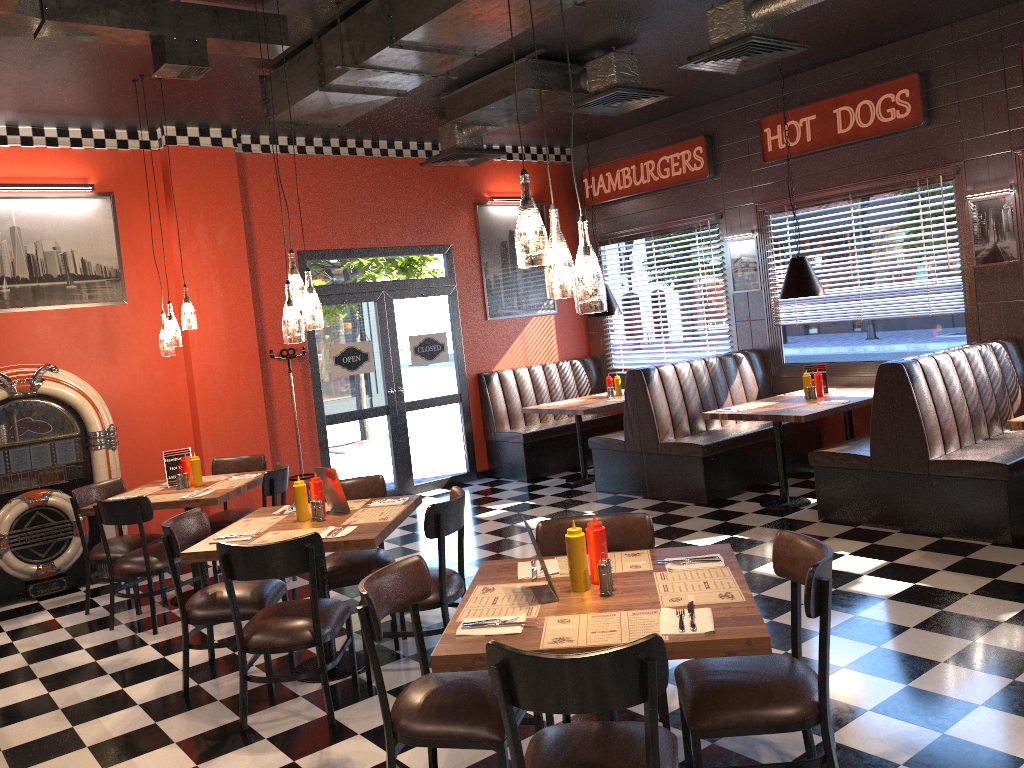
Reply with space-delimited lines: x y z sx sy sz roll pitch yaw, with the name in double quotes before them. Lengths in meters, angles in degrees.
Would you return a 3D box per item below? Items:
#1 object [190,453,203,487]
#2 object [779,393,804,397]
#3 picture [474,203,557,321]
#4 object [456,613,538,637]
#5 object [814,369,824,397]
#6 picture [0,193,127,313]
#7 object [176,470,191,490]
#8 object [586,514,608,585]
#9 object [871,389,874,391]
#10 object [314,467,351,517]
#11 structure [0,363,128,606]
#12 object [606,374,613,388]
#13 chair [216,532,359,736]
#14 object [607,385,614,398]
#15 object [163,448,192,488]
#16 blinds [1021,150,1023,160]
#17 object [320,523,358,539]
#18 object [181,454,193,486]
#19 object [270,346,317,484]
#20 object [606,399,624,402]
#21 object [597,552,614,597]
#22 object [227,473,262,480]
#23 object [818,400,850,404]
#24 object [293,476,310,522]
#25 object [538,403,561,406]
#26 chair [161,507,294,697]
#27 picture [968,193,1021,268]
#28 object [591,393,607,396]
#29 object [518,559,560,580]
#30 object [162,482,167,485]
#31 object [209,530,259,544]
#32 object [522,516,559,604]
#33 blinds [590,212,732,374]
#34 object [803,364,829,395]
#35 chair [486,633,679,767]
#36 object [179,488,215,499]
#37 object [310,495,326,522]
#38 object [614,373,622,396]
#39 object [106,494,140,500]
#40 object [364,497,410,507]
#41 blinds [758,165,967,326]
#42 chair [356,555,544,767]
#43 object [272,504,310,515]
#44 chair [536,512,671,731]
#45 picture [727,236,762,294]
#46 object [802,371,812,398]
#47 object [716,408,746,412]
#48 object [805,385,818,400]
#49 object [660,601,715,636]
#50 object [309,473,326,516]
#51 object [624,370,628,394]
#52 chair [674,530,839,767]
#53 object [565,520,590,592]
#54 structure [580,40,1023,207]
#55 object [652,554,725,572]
"object" -2.227 0.601 6.247 0.068 0.237 0.068 -8 3 -40
"object" 2.476 0.093 7.721 0.158 0.019 0.255 -10 5 -38
"picture" 0.059 -1.414 10.102 1.026 1.299 0.016 -8 3 -37
"object" -0.042 0.742 2.747 0.255 0.019 0.158 -5 4 9
"object" 2.581 -0.009 7.456 0.068 0.237 0.068 -5 2 36
"picture" -4.012 -1.029 6.964 1.775 0.938 0.023 -9 3 -37
"object" -2.305 0.666 6.202 0.094 0.136 0.046 -8 3 -37
"object" 0.296 0.570 3.073 0.068 0.237 0.068 -7 2 -32
"object" 3.144 0.039 7.477 0.158 0.019 0.255 -9 5 -36
"object" -0.962 0.569 4.749 0.188 0.256 0.072 -4 3 43
"structure" -3.691 0.731 6.782 1.298 1.765 0.499 -8 3 -37
"object" 1.034 0.011 9.386 0.068 0.237 0.068 -5 2 22
"chair" -1.038 1.096 4.124 0.486 0.866 0.545 -6 2 3
"object" 1.029 0.074 9.262 0.094 0.136 0.046 -8 3 -37
"object" -2.389 0.601 6.360 0.189 0.256 0.072 -8 2 -27
"blinds" 4.513 -0.994 5.964 0.101 1.550 1.867 -8 3 -37
"object" -0.847 0.711 4.307 0.157 0.019 0.256 -5 4 10
"object" -2.309 0.607 6.292 0.068 0.237 0.068 -8 3 -40
"object" -1.973 0.493 8.164 0.375 1.656 0.374 -7 2 -15
"object" 1.048 0.158 8.889 0.158 0.019 0.255 -10 6 -39
"object" 0.310 0.630 2.958 0.046 0.136 0.094 -6 3 13
"object" -1.957 0.670 6.428 0.255 0.019 0.158 -6 4 8
"object" 2.526 0.141 7.017 0.158 0.019 0.255 -10 6 -41
"object" -1.112 0.601 4.664 0.068 0.237 0.068 -7 2 -32
"object" 0.401 0.208 9.151 0.158 0.019 0.255 -9 5 -37
"chair" -1.507 1.106 4.662 0.544 0.866 0.487 -6 2 0
"picture" 3.764 -1.196 6.923 0.012 0.536 0.350 -8 3 -37
"object" 0.990 0.111 9.593 0.158 0.019 0.255 -10 6 -42
"object" 0.098 0.686 3.287 0.157 0.019 0.255 -6 4 1
"object" -2.488 0.718 6.549 0.157 0.019 0.255 -6 4 2
"object" -1.367 0.758 4.416 0.255 0.019 0.158 -6 4 1
"object" 0.094 0.587 3.005 0.072 0.256 0.188 -6 3 -7
"blinds" 1.610 -0.927 9.757 0.100 1.632 1.867 -8 3 -37
"object" 2.616 -0.035 7.626 0.188 0.256 0.072 -5 2 23
"chair" 0.234 1.082 2.510 0.486 0.866 0.546 -6 3 11
"object" -2.081 0.724 5.885 0.157 0.019 0.256 -5 4 11
"object" -1.017 0.647 4.623 0.093 0.136 0.047 -4 3 43
"object" 1.116 0.006 9.341 0.068 0.237 0.068 -5 2 22
"object" -2.638 0.775 6.012 0.255 0.019 0.158 -5 4 10
"object" -0.704 0.650 4.900 0.255 0.019 0.158 -5 4 11
"blinds" 3.043 -1.153 7.852 0.100 1.204 1.867 -8 4 -37
"chair" -0.218 1.085 3.108 0.544 0.866 0.488 -5 2 17
"object" -1.250 0.703 4.985 0.157 0.019 0.256 -6 4 8
"chair" 0.359 0.993 3.501 0.486 0.866 0.546 -6 3 8
"picture" 2.312 -1.183 8.818 0.012 0.536 0.350 -8 3 -37
"object" 2.489 0.000 7.462 0.068 0.237 0.068 -5 2 36
"object" 1.799 0.205 7.204 0.158 0.019 0.255 -9 5 -32
"object" 2.485 0.061 7.365 0.093 0.136 0.047 -5 2 23
"object" 0.517 0.691 2.630 0.157 0.019 0.256 -5 4 10
"object" -1.037 0.589 4.719 0.068 0.237 0.068 -7 2 -32
"object" 1.254 -0.021 9.371 0.072 0.256 0.188 -7 3 -27
"chair" 0.828 0.983 2.963 0.544 0.866 0.487 -6 2 5
"object" 0.222 0.582 3.018 0.068 0.237 0.068 -7 2 -32
"structure" 4.276 -2.327 5.973 0.120 0.438 11.251 -8 4 -37
"object" 0.630 0.637 3.175 0.255 0.019 0.158 -6 4 7
